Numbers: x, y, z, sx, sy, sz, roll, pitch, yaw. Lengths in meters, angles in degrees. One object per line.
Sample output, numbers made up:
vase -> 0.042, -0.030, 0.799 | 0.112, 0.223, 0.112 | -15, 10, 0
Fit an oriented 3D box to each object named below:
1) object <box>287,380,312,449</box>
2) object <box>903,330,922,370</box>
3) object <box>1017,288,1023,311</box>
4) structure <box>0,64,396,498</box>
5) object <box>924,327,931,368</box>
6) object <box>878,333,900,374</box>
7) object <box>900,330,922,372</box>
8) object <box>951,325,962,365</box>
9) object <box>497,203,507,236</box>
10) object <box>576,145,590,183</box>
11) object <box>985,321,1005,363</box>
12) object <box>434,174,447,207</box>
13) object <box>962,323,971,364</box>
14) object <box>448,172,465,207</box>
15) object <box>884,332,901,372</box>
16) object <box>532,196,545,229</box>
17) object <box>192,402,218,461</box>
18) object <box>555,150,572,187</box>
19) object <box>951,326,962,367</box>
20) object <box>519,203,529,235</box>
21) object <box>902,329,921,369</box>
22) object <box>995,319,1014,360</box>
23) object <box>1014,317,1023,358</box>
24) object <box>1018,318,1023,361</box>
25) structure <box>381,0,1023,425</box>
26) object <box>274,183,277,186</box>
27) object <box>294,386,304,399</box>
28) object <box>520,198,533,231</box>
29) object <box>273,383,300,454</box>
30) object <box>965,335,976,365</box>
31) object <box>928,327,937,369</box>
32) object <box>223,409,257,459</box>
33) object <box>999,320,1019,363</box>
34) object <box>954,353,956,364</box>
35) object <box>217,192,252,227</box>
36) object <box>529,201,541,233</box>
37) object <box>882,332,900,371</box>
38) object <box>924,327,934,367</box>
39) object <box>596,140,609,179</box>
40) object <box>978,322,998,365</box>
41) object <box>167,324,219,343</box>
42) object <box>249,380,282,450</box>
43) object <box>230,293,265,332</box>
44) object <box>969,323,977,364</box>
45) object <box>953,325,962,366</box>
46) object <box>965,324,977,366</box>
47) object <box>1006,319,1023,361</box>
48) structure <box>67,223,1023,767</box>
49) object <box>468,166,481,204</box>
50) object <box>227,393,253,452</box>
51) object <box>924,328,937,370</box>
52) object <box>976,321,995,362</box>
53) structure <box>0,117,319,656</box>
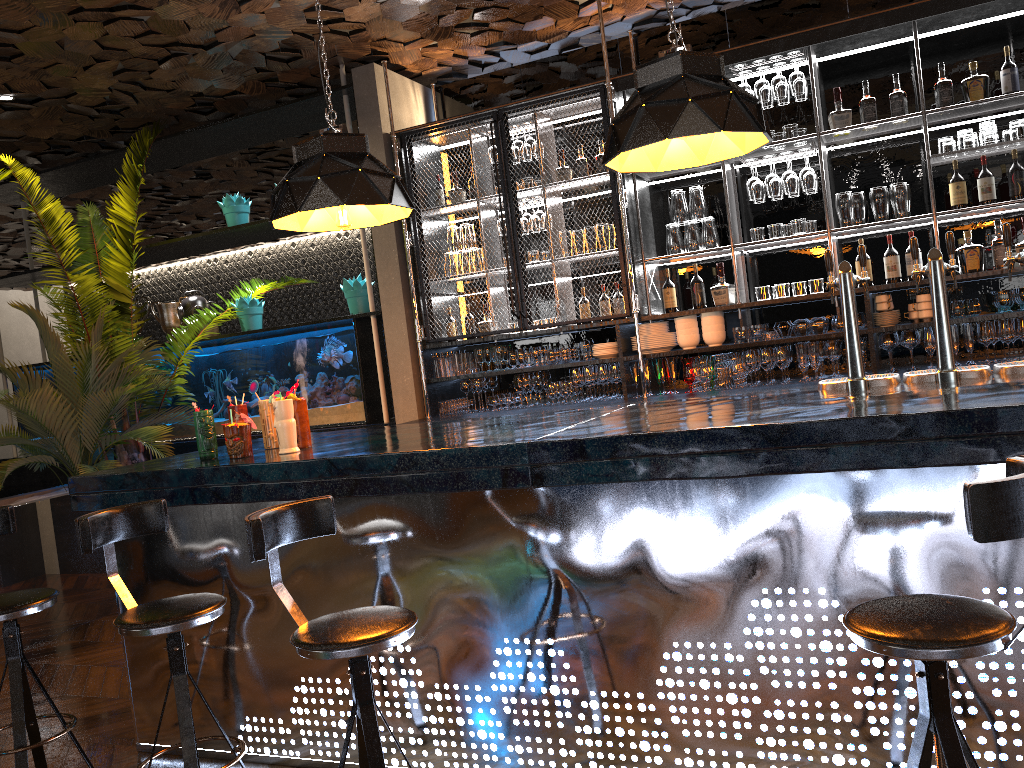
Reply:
object -> -0.865, 0.121, 3.560 | 0.091, 0.277, 0.080 | -8, 2, -34
object -> 2.339, -0.198, 5.189 | 0.108, 0.227, 0.108 | -7, 2, -11
object -> 2.810, -0.465, 4.820 | 0.108, 0.126, 0.108 | -8, 2, -32
structure -> -2.726, -0.349, 7.458 | 4.269, 3.734, 0.705 | -6, 2, 24
object -> 2.436, -0.213, 5.171 | 0.058, 0.234, 0.058 | -7, 2, -1
object -> 2.183, -0.177, 5.128 | 0.108, 0.227, 0.108 | -6, 2, 16
object -> 2.288, -0.189, 5.082 | 0.108, 0.227, 0.108 | -7, 2, -6
object -> 2.543, -0.221, 5.080 | 0.049, 0.231, 0.049 | -8, 2, -29
object -> -0.067, -1.138, 6.140 | 0.081, 0.213, 0.081 | -6, 2, 30
object -> 0.471, -1.481, 5.961 | 0.073, 0.246, 0.072 | -7, 2, 9
object -> 2.722, -0.240, 5.011 | 0.091, 0.229, 0.091 | -5, 3, 45
object -> -0.524, -1.389, 6.436 | 0.075, 0.260, 0.075 | -8, 2, -17
object -> 2.625, -0.232, 5.110 | 0.049, 0.231, 0.049 | -6, 2, 27
object -> -0.397, -1.391, 6.337 | 0.108, 0.244, 0.108 | -7, 2, 13
object -> 2.235, -0.187, 5.235 | 0.108, 0.227, 0.108 | -7, 2, 4
object -> 0.181, -1.164, 6.028 | 0.081, 0.213, 0.081 | -6, 2, 30
object -> -1.240, 0.187, 3.578 | 0.086, 0.237, 0.084 | -5, 3, 43
object -> 0.347, -1.465, 6.018 | 0.108, 0.244, 0.108 | -7, 2, 13
object -> 2.484, -0.210, 4.967 | 0.049, 0.231, 0.049 | -6, 2, 36
object -> 0.078, -1.159, 6.232 | 0.081, 0.213, 0.081 | -6, 2, 30
object -> 2.387, -0.208, 5.300 | 0.108, 0.227, 0.108 | -8, 2, -30
object -> 2.819, -0.254, 5.091 | 0.091, 0.229, 0.091 | -7, 2, -14
object -> 2.906, -0.263, 5.050 | 0.091, 0.229, 0.091 | -7, 2, -8
object -> 2.814, -0.245, 4.845 | 0.091, 0.229, 0.091 | -8, 2, -39
structure -> 2.388, -0.798, 4.974 | 6.750, 3.553, 1.143 | -6, 2, 24
object -> -1.686, -1.417, 6.827 | 0.244, 0.325, 0.255 | -8, 2, -39
object -> -0.896, 0.132, 3.700 | 0.080, 0.254, 0.091 | -6, 2, 26
object -> 0.098, -1.155, 6.065 | 0.081, 0.213, 0.081 | -6, 2, 30
object -> -0.867, 0.133, 3.422 | 0.081, 0.264, 0.099 | -5, 3, 45
object -> 2.580, -0.223, 4.995 | 0.049, 0.231, 0.049 | -6, 2, 28
object -> 2.408, -0.207, 5.104 | 0.058, 0.234, 0.058 | -9, 3, -43
object -> -1.073, 0.192, 3.503 | 0.110, 0.191, 0.131 | -6, 2, 36
object -> 2.731, -0.236, 4.883 | 0.091, 0.229, 0.091 | -8, 2, -19
object -> 2.564, -0.226, 5.142 | 0.049, 0.231, 0.049 | -6, 2, 14
object -> -2.195, -1.362, 7.051 | 0.265, 0.325, 0.245 | -7, 2, -12
object -> 0.156, -1.167, 6.197 | 0.081, 0.213, 0.081 | -6, 2, 30
object -> 2.285, -0.197, 5.346 | 0.108, 0.227, 0.108 | -8, 2, -35
object -> 2.470, -0.220, 5.247 | 0.058, 0.234, 0.058 | -6, 2, 27
object -> 0.603, -1.495, 5.901 | 0.073, 0.246, 0.072 | -5, 2, 39
object -> 2.635, -0.226, 4.921 | 0.091, 0.229, 0.091 | -7, 2, 10
object -> -2.662, -0.415, 7.413 | 0.320, 0.135, 0.250 | -6, 2, 24
object -> -1.024, 0.125, 3.726 | 0.105, 0.298, 0.116 | -8, 2, -35
object -> -2.098, -0.563, 7.078 | 0.265, 0.325, 0.245 | -7, 2, -12
object -> 2.611, -0.229, 5.052 | 0.049, 0.231, 0.049 | -6, 2, 32
object -> 2.511, -0.216, 5.027 | 0.049, 0.231, 0.049 | -6, 2, 33
object -> 2.552, -0.218, 4.936 | 0.049, 0.231, 0.049 | -6, 2, 19
object -> 2.809, -0.249, 4.971 | 0.091, 0.229, 0.091 | -8, 2, -34
structure -> 1.237, 0.353, 2.866 | 6.009, 1.685, 1.214 | -6, 2, 24
object -> -0.270, -1.415, 6.295 | 0.075, 0.261, 0.075 | -8, 2, -17
object -> -1.133, 0.165, 3.688 | 0.078, 0.246, 0.084 | -6, 2, 22
object -> 2.372, -0.200, 5.027 | 0.058, 0.234, 0.058 | -8, 2, -23
object -> 2.735, -0.245, 5.129 | 0.091, 0.229, 0.091 | -8, 2, -30
structure -> -3.289, -0.159, 6.393 | 1.873, 3.561, 4.073 | -6, 2, 26
